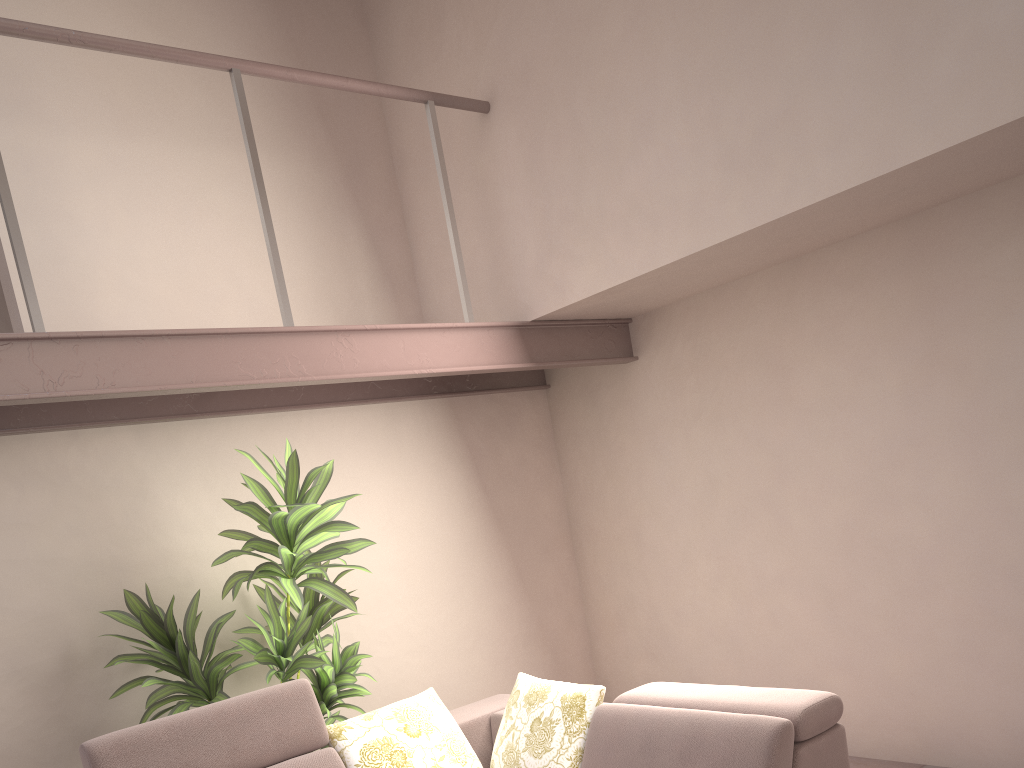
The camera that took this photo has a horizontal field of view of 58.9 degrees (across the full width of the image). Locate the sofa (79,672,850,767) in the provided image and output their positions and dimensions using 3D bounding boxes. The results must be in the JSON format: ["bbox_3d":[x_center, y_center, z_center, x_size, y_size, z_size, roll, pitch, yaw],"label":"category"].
[{"bbox_3d":[-0.561,1.409,2.398,3.104,0.961,2.176,-6,-7,-40],"label":"sofa"}]

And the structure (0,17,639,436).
[{"bbox_3d":[-1.287,0.276,1.584,7.080,3.282,3.798,-7,-3,-39],"label":"structure"}]
